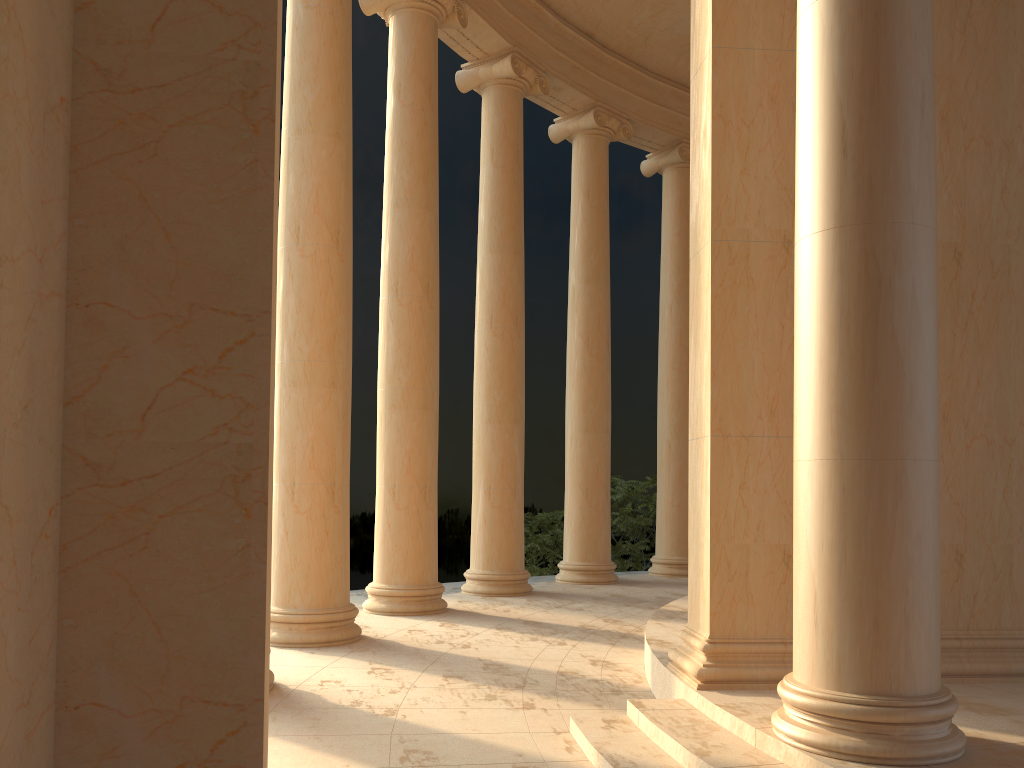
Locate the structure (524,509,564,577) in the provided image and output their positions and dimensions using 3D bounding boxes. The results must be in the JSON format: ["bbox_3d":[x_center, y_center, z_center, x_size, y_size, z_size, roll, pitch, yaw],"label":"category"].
[{"bbox_3d":[40.330,310.246,1520.896,149.208,187.728,156.293,0,-4,8],"label":"structure"}]

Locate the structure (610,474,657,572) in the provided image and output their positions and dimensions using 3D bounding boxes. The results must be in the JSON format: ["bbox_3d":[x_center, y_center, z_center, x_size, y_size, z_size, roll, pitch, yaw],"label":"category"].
[{"bbox_3d":[228.861,309.853,1607.807,247.155,298.539,238.568,1,-4,-2],"label":"structure"}]
